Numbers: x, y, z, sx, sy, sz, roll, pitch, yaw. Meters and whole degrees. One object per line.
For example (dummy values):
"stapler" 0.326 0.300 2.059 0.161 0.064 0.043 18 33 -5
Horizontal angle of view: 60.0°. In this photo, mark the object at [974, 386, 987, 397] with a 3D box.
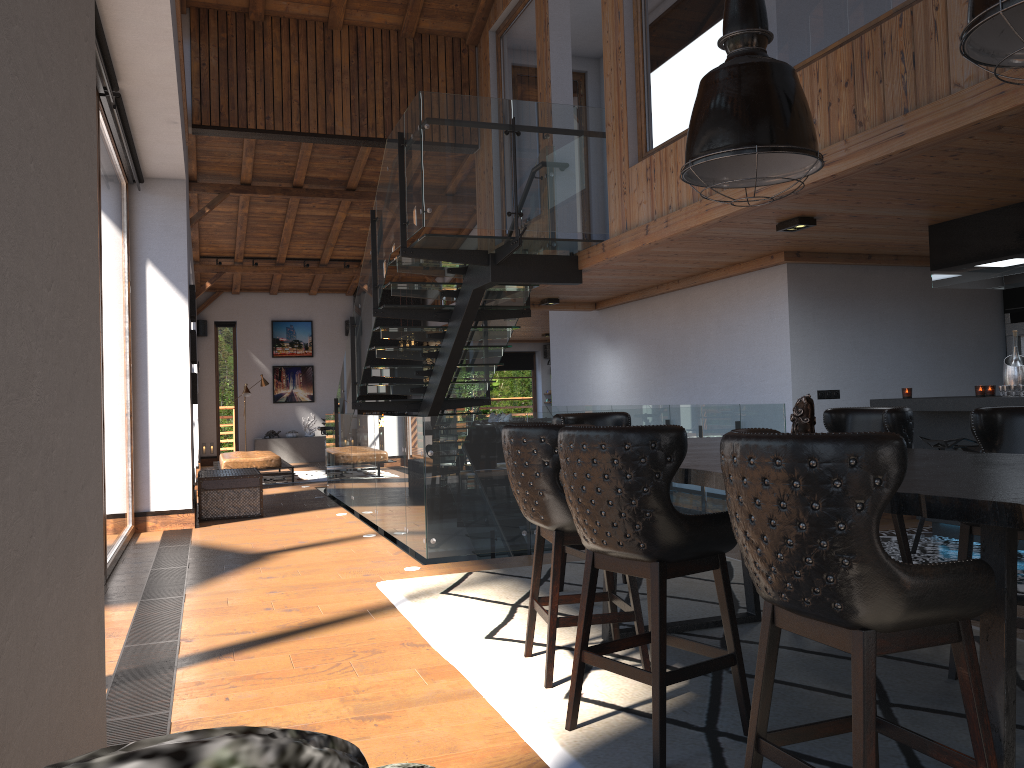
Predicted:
"object" 3.342 0.053 6.319 0.078 0.081 0.080 -3 -2 35

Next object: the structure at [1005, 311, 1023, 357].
"structure" 4.880 -0.210 8.210 0.257 0.946 0.592 -1 -2 -19

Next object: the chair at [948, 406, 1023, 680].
"chair" 2.080 0.638 3.540 0.575 1.092 0.498 -1 -2 -36

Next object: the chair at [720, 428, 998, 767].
"chair" 0.815 0.652 2.155 0.573 1.092 0.500 -1 -2 -21

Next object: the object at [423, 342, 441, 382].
"object" -1.858 0.318 20.247 0.497 2.613 0.462 -1 -2 -20

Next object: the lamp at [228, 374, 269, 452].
"lamp" -5.355 0.741 17.999 0.527 1.899 1.322 -2 -2 2

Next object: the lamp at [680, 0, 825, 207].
"lamp" 0.991 -3.145 3.999 0.615 4.687 0.627 -3 -2 25

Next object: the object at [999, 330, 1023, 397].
"object" 3.468 -0.141 6.102 0.228 0.453 0.223 -1 -2 -20

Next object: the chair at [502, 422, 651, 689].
"chair" 0.253 0.710 3.831 0.571 1.092 0.501 -1 -2 -11

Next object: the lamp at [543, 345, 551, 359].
"lamp" 0.923 -0.826 22.655 0.215 0.349 0.212 -1 -2 -20

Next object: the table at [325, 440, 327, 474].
"table" -2.999 1.260 15.294 0.408 0.609 0.414 -1 -2 -20

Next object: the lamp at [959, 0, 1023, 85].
"lamp" 1.506 -3.189 2.506 0.615 4.687 0.627 -3 -2 25

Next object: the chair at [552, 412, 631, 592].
"chair" 0.526 0.719 5.302 0.508 1.092 0.563 -1 -2 -21

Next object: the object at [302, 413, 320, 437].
"object" -4.388 0.889 19.199 0.422 0.532 0.262 -3 -2 39

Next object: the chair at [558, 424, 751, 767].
"chair" 0.456 0.680 3.040 0.575 1.092 0.498 -1 -2 -36

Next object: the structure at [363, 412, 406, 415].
"structure" -2.803 0.882 19.729 0.990 0.514 0.182 -1 -2 -20

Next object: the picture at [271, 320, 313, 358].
"picture" -4.824 -0.987 19.478 0.886 0.816 0.035 -1 -2 -20

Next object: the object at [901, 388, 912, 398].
"object" 3.092 0.072 6.936 0.079 0.081 0.080 -2 -1 15

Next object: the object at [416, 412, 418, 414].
"object" -1.648 0.788 16.881 0.408 0.808 0.617 -2 -2 -8

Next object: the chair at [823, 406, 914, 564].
"chair" 1.721 0.666 4.425 0.573 1.092 0.500 -1 -2 -21

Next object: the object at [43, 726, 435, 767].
"object" 0.011 0.203 0.173 0.494 0.262 0.182 -3 -2 39

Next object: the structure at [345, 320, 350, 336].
"structure" -3.627 -1.251 19.844 0.215 0.349 0.212 -1 -2 -20

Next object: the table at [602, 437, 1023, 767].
"table" 1.199 0.755 3.439 1.440 0.950 3.766 -1 -1 -19

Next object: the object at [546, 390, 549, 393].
"object" 0.950 0.199 22.645 0.161 0.084 0.188 -1 -1 -21

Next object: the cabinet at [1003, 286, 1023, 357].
"cabinet" 6.002 -0.090 5.549 0.547 2.381 6.378 -1 -1 -19

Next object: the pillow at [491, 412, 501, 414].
"pillow" -0.373 0.810 18.496 0.285 0.469 0.524 -1 -1 -16

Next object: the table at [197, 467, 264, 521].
"table" -3.244 1.245 10.182 0.689 0.470 1.244 -1 -1 -19

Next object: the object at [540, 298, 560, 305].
"object" 0.454 -0.993 10.654 0.156 0.068 0.259 -1 -1 -19

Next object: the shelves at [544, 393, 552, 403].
"shelves" 1.993 0.644 19.588 0.617 0.989 6.590 -1 -1 -19

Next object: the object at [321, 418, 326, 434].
"object" -3.996 0.907 19.411 0.341 0.455 0.334 -2 -2 6

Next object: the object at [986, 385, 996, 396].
"object" 3.562 0.051 6.604 0.078 0.081 0.080 -3 -2 35

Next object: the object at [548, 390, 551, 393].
"object" 1.008 0.194 22.478 0.191 0.084 0.158 -1 -1 -21

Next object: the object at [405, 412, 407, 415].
"object" -2.313 1.115 19.503 0.305 1.018 0.310 -3 -2 26

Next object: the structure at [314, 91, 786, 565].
"structure" -2.285 1.016 7.791 9.283 6.401 10.936 -1 -1 -20

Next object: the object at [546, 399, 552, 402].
"object" 0.982 0.415 22.561 0.187 0.084 0.354 -2 -1 17

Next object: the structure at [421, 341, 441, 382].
"structure" -1.849 0.311 20.241 0.506 2.618 0.507 -1 -2 -20

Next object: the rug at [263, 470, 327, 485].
"rug" -3.114 1.540 15.222 3.837 0.053 2.412 -1 -1 -19

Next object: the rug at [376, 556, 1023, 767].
"rug" 1.166 1.217 3.748 2.572 0.047 5.586 -1 -1 -19

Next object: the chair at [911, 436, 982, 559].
"chair" 3.125 0.780 6.159 0.473 0.840 0.534 -1 -2 -20

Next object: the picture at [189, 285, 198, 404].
"picture" -3.624 -0.427 10.087 0.059 1.313 0.768 -1 -2 -19

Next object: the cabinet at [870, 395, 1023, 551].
"cabinet" 4.058 0.598 4.943 0.896 1.104 4.762 -1 -1 -19

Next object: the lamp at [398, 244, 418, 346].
"lamp" -2.124 -1.650 17.459 0.264 2.202 0.794 -1 -2 -28

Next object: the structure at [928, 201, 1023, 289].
"structure" 3.957 -1.000 5.172 0.716 0.476 3.224 -1 -1 -19

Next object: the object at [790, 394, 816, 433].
"object" 1.094 0.164 3.375 0.114 0.253 0.223 -3 -2 33

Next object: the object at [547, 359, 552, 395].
"object" 0.957 -0.011 22.089 0.122 1.250 0.058 0 -2 -38

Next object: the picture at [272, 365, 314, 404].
"picture" -4.794 0.007 19.447 0.886 0.816 0.035 -1 -2 -20

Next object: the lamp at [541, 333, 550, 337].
"lamp" 0.792 -1.130 20.374 0.156 0.068 0.259 -1 -1 -19

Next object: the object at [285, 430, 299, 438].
"object" -4.755 1.079 19.151 0.283 0.161 0.257 -1 -1 -17

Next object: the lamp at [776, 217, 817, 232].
"lamp" 1.989 -1.122 6.208 0.156 0.068 0.259 -1 -1 -19

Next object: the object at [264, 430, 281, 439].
"object" -5.124 1.076 18.995 0.402 0.183 0.228 -2 -1 24

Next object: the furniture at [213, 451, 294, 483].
"furniture" -4.410 1.384 14.966 1.185 0.437 2.737 -1 -1 -19

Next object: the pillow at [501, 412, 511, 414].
"pillow" -0.153 0.791 17.859 0.285 0.469 0.524 -1 -1 -16

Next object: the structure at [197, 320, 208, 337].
"structure" -6.560 -1.179 18.768 0.215 0.349 0.212 -1 -2 -20
